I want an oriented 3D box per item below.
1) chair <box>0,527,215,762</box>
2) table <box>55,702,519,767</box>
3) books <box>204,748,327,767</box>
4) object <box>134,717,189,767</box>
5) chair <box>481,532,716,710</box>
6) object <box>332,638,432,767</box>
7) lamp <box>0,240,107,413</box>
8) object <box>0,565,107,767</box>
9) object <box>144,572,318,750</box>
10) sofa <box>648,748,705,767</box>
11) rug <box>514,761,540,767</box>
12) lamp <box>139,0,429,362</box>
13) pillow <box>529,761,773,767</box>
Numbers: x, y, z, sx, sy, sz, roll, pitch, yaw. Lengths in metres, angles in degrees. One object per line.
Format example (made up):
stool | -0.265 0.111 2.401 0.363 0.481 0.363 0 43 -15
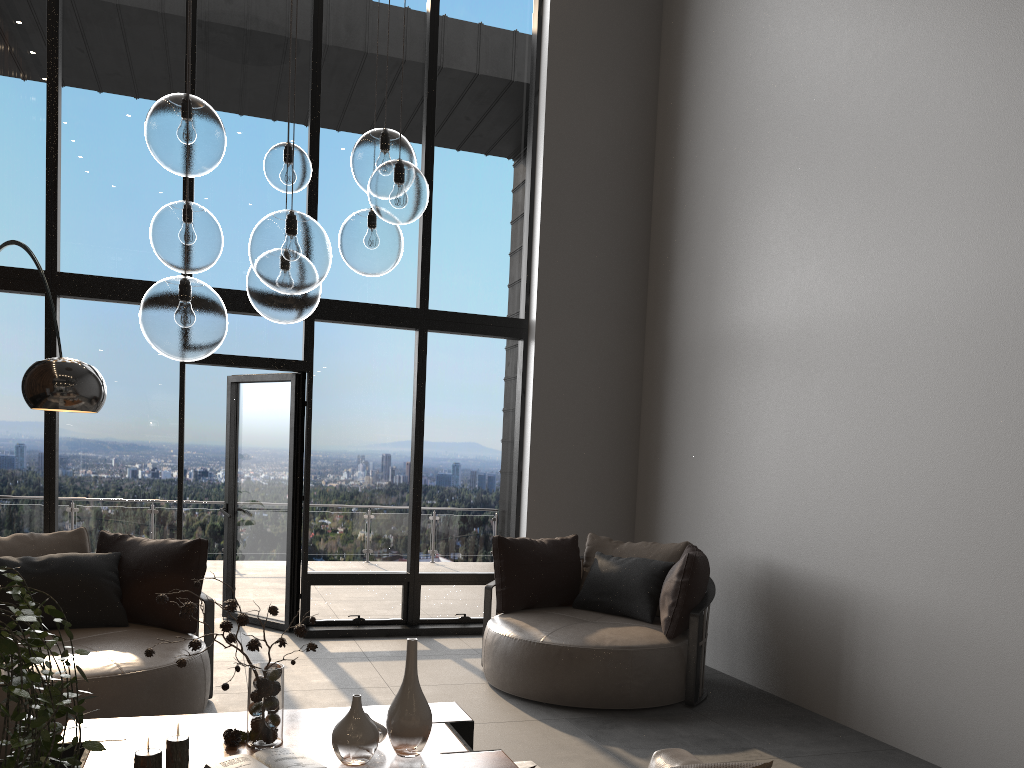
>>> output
chair | -2.238 1.203 4.310 1.479 0.904 1.445 2 -3 8
table | -0.787 1.417 2.997 1.455 0.357 0.895 4 -4 -19
books | -0.767 1.197 2.730 0.344 0.040 0.231 7 -7 -41
object | -1.028 1.086 2.571 0.153 0.212 0.076 2 3 -8
chair | 0.543 1.441 5.546 1.443 0.904 1.481 3 -3 -2
object | -0.424 1.051 2.929 0.316 0.400 0.318 3 0 0
lamp | -2.469 0.478 4.334 0.320 2.350 2.022 -1 2 -42
object | -0.554 0.408 0.731 0.385 0.580 0.214 2 3 -38
object | -0.944 0.926 2.899 0.315 0.607 0.543 4 1 42
sofa | -1.041 1.062 1.811 3.251 0.823 1.872 4 -4 -19
rug | -0.724 1.583 2.899 2.303 0.020 1.605 4 -6 -19
lamp | -0.645 -2.530 2.716 1.233 5.033 1.218 1 4 -22
pillow | -0.522 0.871 1.465 1.945 0.503 0.540 4 -2 -19
